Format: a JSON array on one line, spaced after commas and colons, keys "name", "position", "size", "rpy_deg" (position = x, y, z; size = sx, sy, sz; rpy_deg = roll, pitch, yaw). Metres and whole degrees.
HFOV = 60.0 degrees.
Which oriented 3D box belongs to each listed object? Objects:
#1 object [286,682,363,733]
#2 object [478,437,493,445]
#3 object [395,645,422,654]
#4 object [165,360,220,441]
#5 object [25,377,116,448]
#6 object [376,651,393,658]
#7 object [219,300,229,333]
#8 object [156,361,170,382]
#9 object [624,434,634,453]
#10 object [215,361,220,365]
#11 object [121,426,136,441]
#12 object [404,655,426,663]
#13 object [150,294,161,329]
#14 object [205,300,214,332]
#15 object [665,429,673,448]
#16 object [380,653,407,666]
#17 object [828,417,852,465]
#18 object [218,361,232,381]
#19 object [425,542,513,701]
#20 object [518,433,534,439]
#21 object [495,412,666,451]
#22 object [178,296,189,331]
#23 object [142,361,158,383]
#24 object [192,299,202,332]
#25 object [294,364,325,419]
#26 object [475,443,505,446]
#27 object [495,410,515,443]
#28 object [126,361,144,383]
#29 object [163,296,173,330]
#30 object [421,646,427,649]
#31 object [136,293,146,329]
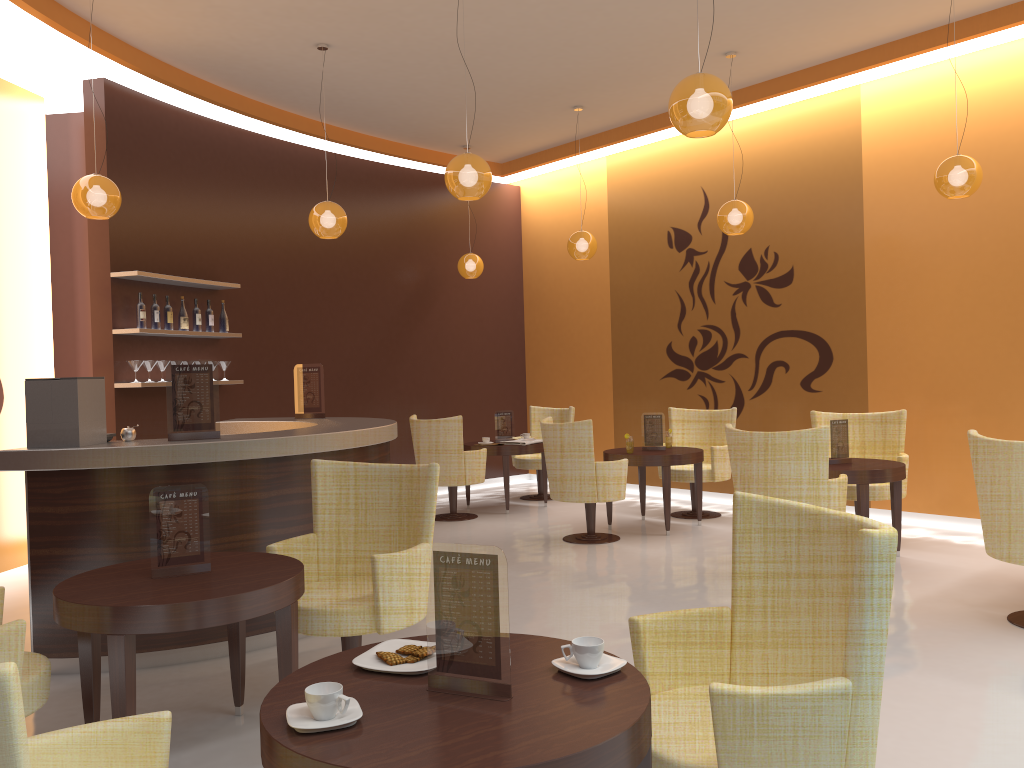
[{"name": "object", "position": [-0.393, 0.671, 1.855], "size": [0.153, 0.069, 0.153], "rpy_deg": [-2, 1, -18]}, {"name": "object", "position": [-0.265, 0.580, 9.009], "size": [0.153, 0.069, 0.153], "rpy_deg": [-2, 1, -14]}, {"name": "object", "position": [-0.264, 0.680, 2.270], "size": [0.055, 0.014, 0.053], "rpy_deg": [-1, 1, 33]}, {"name": "object", "position": [-1.651, 0.082, 4.593], "size": [0.258, 0.414, 0.052], "rpy_deg": [-2, 1, -26]}, {"name": "object", "position": [-2.226, 0.137, 4.507], "size": [0.270, 0.340, 0.373], "rpy_deg": [-2, 1, 5]}, {"name": "object", "position": [-0.313, 0.681, 2.226], "size": [0.052, 0.018, 0.055], "rpy_deg": [-2, 1, -16]}, {"name": "object", "position": [-2.606, -0.605, 8.004], "size": [0.086, 0.303, 0.086], "rpy_deg": [-2, 1, -26]}, {"name": "object", "position": [-2.880, -0.102, 7.301], "size": [0.137, 0.174, 0.137], "rpy_deg": [-1, 1, 25]}, {"name": "object", "position": [1.015, 0.512, 7.643], "size": [0.067, 0.171, 0.072], "rpy_deg": [-1, 1, 32]}, {"name": "object", "position": [-2.659, -0.114, 7.871], "size": [0.137, 0.174, 0.137], "rpy_deg": [-2, 1, -15]}, {"name": "object", "position": [-2.014, 0.261, 4.658], "size": [0.075, 0.077, 0.075], "rpy_deg": [-1, 1, 18]}, {"name": "object", "position": [-0.249, 0.684, 2.206], "size": [0.054, 0.018, 0.051], "rpy_deg": [-1, 1, 37]}, {"name": "object", "position": [-2.906, -0.582, 7.224], "size": [0.073, 0.297, 0.073], "rpy_deg": [-2, 1, -3]}, {"name": "object", "position": [-2.677, -0.596, 7.843], "size": [0.073, 0.297, 0.073], "rpy_deg": [-2, 1, -3]}, {"name": "object", "position": [1.427, 0.495, 8.078], "size": [0.067, 0.171, 0.072], "rpy_deg": [-2, 1, 7]}, {"name": "object", "position": [-0.292, 0.678, 2.184], "size": [0.051, 0.018, 0.054], "rpy_deg": [-2, 1, -42]}, {"name": "object", "position": [2.354, 0.405, 6.371], "size": [0.209, 0.335, 0.042], "rpy_deg": [-2, 1, -22]}, {"name": "object", "position": [-2.599, -0.117, 8.015], "size": [0.137, 0.174, 0.137], "rpy_deg": [-1, 1, 25]}, {"name": "object", "position": [-0.101, 0.527, 1.992], "size": [0.209, 0.335, 0.042], "rpy_deg": [-1, 1, 25]}, {"name": "object", "position": [0.155, 0.562, 9.462], "size": [0.153, 0.069, 0.153], "rpy_deg": [-1, 1, 33]}, {"name": "object", "position": [0.616, 0.431, 8.564], "size": [0.187, 0.335, 2.090], "rpy_deg": [-2, 1, -44]}, {"name": "object", "position": [-2.803, -0.594, 7.551], "size": [0.086, 0.303, 0.086], "rpy_deg": [-1, 1, 33]}, {"name": "object", "position": [-2.926, -0.099, 7.153], "size": [0.137, 0.174, 0.137], "rpy_deg": [-2, 1, 15]}, {"name": "object", "position": [-2.737, -0.592, 7.696], "size": [0.073, 0.297, 0.073], "rpy_deg": [-2, 1, -3]}, {"name": "object", "position": [-1.535, 0.055, 6.714], "size": [0.258, 0.414, 0.052], "rpy_deg": [-1, 1, 19]}, {"name": "object", "position": [-0.277, 0.609, 8.995], "size": [0.239, 0.021, 0.464], "rpy_deg": [-2, 1, -27]}, {"name": "object", "position": [-0.077, 0.443, 9.281], "size": [0.209, 0.335, 0.042], "rpy_deg": [-2, 1, -17]}, {"name": "object", "position": [-2.972, -0.096, 7.005], "size": [0.137, 0.174, 0.137], "rpy_deg": [-2, 1, 15]}, {"name": "object", "position": [-2.860, -0.585, 7.373], "size": [0.073, 0.297, 0.073], "rpy_deg": [-2, 1, -43]}, {"name": "object", "position": [-0.221, 0.679, 2.253], "size": [0.054, 0.018, 0.051], "rpy_deg": [-2, 1, 7]}, {"name": "object", "position": [-2.955, -0.579, 7.060], "size": [0.073, 0.297, 0.073], "rpy_deg": [-2, 1, -3]}]
